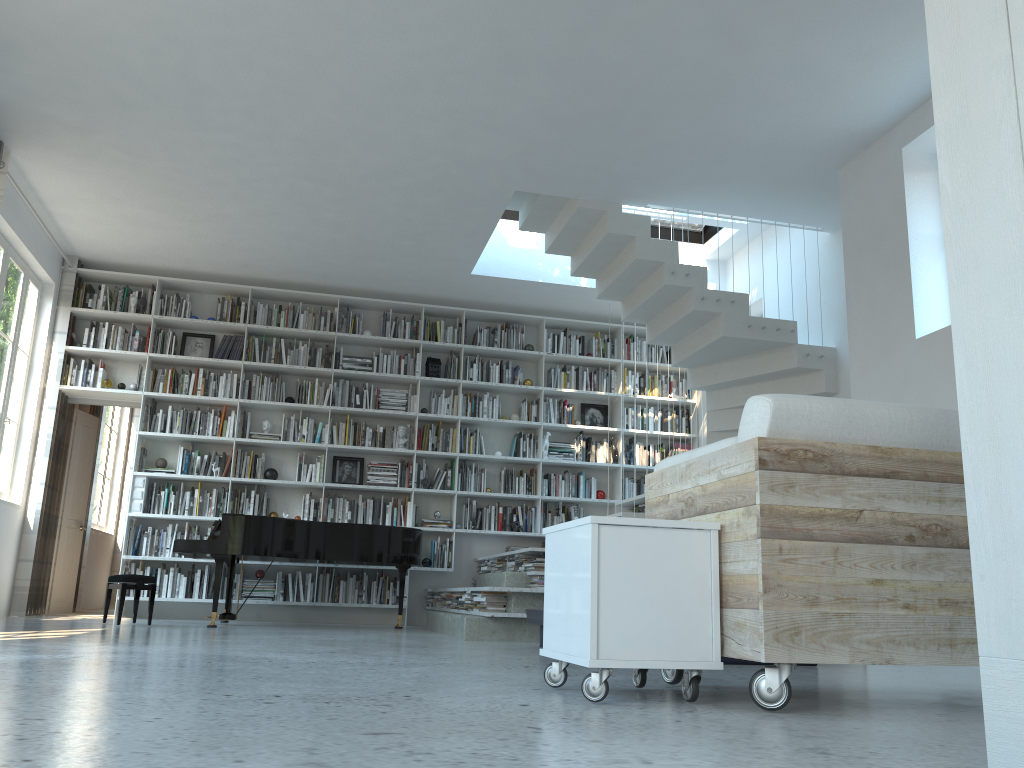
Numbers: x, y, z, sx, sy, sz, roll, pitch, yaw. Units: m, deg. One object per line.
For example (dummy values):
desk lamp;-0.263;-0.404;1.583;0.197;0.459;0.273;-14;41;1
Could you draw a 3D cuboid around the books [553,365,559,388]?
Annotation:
books;0.438;-0.044;9.258;0.051;0.281;0.167;5;-14;-12

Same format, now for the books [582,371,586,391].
books;0.735;0.001;9.295;0.030;0.229;0.187;5;-14;-12

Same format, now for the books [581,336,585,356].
books;0.730;-0.366;9.396;0.030;0.257;0.165;5;-14;-12

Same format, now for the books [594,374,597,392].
books;0.851;0.020;9.330;0.031;0.217;0.166;5;-14;-12

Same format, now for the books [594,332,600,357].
books;0.901;-0.382;9.438;0.007;0.320;0.166;5;-14;-12

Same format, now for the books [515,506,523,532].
books;0.066;1.360;8.847;0.070;0.265;0.186;5;-14;-12

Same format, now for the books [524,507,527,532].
books;0.120;1.368;8.869;0.021;0.264;0.150;5;-14;-12

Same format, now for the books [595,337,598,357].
books;0.872;-0.351;9.424;0.016;0.251;0.189;5;-14;-12

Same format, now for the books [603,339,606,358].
books;0.966;-0.337;9.435;0.018;0.234;0.186;5;-14;-12

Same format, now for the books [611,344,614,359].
books;1.053;-0.311;9.481;0.031;0.211;0.132;5;-14;-12

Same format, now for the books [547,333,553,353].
books;0.389;-0.393;9.316;0.025;0.250;0.178;5;-14;-12

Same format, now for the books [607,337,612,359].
books;1.028;-0.347;9.478;0.025;0.278;0.136;5;-13;-12

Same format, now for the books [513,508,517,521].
books;0.027;1.366;8.842;0.012;0.248;0.165;5;-14;-12

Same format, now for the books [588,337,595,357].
books;0.842;-0.358;9.409;0.019;0.255;0.169;5;-14;-12

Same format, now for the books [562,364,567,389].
books;0.545;-0.042;9.281;0.011;0.295;0.163;5;-14;-12

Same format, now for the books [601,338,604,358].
books;0.944;-0.344;9.454;0.017;0.256;0.147;5;-14;-12

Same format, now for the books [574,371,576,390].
books;0.638;-0.006;9.298;0.025;0.238;0.143;5;-14;-12

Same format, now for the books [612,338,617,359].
books;1.087;-0.338;9.472;0.026;0.262;0.163;5;-14;-12

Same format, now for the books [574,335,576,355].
books;0.640;-0.371;9.379;0.021;0.253;0.151;5;-14;-12

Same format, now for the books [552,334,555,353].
books;0.416;-0.387;9.315;0.026;0.241;0.185;5;-14;-12

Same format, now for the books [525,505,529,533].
books;0.146;1.364;8.890;0.012;0.281;0.144;5;-14;-12

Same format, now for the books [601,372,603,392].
books;0.927;0.013;9.356;0.011;0.248;0.152;5;-14;-12

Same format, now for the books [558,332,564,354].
books;0.500;-0.396;9.347;0.048;0.277;0.150;5;-14;-12

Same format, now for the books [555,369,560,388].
books;0.474;-0.024;9.271;0.026;0.250;0.131;5;-14;-12

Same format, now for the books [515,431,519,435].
books;0.052;0.638;9.027;0.016;0.289;0.135;5;-13;-12

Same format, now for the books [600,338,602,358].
books;0.924;-0.346;9.434;0.031;0.248;0.165;5;-14;-12

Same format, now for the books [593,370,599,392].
books;0.876;0.002;9.349;0.023;0.263;0.156;5;-14;-12

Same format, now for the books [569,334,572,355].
books;0.604;-0.380;9.362;0.014;0.261;0.168;5;-14;-12

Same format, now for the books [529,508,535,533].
books;0.194;1.375;8.874;0.026;0.257;0.157;5;-14;-12

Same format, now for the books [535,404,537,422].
books;0.231;0.326;9.131;0.013;0.220;0.156;5;-14;-12

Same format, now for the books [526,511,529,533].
books;0.139;1.388;8.856;0.013;0.219;0.169;5;-14;-12

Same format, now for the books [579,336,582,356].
books;0.706;-0.363;9.403;0.012;0.253;0.161;5;-14;-12

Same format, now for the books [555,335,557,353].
books;0.438;-0.378;9.327;0.024;0.230;0.169;5;-14;-12

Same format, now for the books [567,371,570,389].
books;0.563;-0.006;9.277;0.030;0.223;0.158;5;-14;-12

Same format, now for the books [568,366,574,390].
books;0.616;-0.034;9.289;0.026;0.287;0.156;5;-14;-12

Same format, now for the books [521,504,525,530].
books;0.104;1.352;8.868;0.013;0.293;0.135;5;-13;-12

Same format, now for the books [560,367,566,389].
books;0.528;-0.029;9.265;0.026;0.260;0.167;5;-14;-12

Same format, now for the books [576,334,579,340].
books;0.677;-0.377;9.402;0.012;0.278;0.153;5;-14;-12

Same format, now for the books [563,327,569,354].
books;0.563;-0.419;9.357;0.014;0.331;0.181;5;-14;-12

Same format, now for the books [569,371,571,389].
books;0.587;-0.006;9.298;0.024;0.235;0.147;5;-14;-12

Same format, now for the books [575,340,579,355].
books;0.664;-0.347;9.365;0.024;0.201;0.190;5;-14;-12

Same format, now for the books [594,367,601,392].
books;0.901;-0.015;9.344;0.022;0.294;0.181;5;-14;-12

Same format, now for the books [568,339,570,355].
books;0.577;-0.358;9.372;0.030;0.220;0.133;5;-14;-12

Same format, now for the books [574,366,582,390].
books;0.678;-0.028;9.258;0.032;0.264;0.246;5;-14;-12

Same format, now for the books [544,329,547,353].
books;0.327;-0.418;9.314;0.028;0.293;0.150;5;-14;-12

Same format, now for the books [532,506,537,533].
books;0.219;1.370;8.881;0.025;0.272;0.171;5;-14;-12

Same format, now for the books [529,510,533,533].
books;0.170;1.386;8.859;0.025;0.227;0.176;5;-14;-12

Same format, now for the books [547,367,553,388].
books;0.394;-0.034;9.247;0.012;0.253;0.161;5;-14;-12

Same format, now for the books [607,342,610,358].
books;1.005;-0.320;9.447;0.029;0.209;0.170;5;-14;-12

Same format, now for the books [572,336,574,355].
books;0.621;-0.366;9.364;0.022;0.235;0.172;5;-14;-12

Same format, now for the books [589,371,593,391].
books;0.818;0.004;9.318;0.014;0.239;0.189;5;-14;-12

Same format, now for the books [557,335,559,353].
books;0.460;-0.381;9.352;0.027;0.249;0.140;5;-14;-12

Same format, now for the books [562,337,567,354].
books;0.537;-0.369;9.351;0.030;0.230;0.148;5;-14;-12

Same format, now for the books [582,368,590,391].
books;0.783;-0.014;9.339;0.048;0.282;0.162;5;-14;-12

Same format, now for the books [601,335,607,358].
books;0.980;-0.362;9.465;0.020;0.298;0.131;5;-13;-12

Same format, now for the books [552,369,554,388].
books;0.406;-0.025;9.246;0.013;0.236;0.142;5;-14;-12

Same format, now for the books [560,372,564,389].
books;0.503;-0.006;9.249;0.025;0.207;0.175;5;-14;-12

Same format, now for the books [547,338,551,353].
books;0.368;-0.364;9.292;0.022;0.182;0.190;5;-14;-12
